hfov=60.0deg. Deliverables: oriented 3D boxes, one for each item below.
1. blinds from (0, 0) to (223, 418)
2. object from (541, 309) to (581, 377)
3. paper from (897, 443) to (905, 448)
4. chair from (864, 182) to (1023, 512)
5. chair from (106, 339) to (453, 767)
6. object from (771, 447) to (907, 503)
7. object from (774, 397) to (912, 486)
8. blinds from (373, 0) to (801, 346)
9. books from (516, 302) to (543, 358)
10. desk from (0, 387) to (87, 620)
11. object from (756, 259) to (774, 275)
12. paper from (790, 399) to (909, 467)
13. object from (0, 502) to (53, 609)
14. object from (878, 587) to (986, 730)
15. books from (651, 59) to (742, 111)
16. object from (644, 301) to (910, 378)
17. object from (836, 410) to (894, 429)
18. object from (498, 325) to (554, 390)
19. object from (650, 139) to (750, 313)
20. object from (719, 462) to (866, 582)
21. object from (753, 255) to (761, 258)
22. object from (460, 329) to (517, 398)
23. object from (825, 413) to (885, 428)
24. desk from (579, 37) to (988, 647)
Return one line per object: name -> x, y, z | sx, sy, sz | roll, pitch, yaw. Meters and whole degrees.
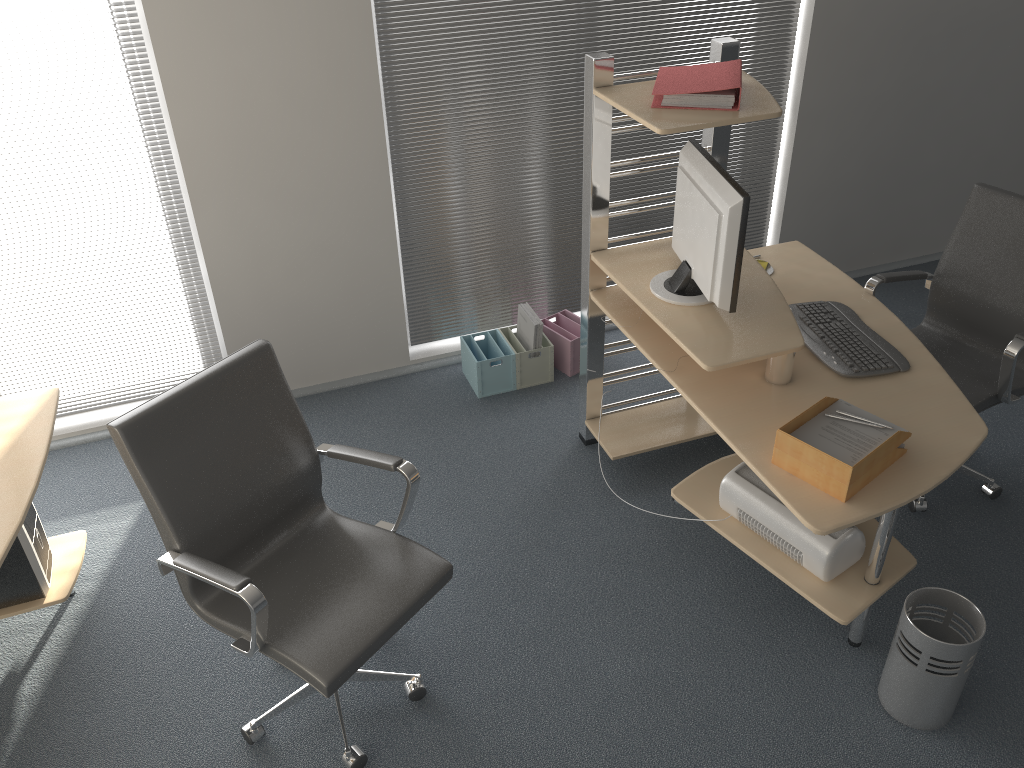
blinds -> -2.242, -0.950, 2.996 | 1.950, 2.749, 0.037 | -13, 35, -16
object -> 0.267, -0.193, 4.224 | 0.185, 0.202, 0.245 | -25, 40, -30
paper -> 0.902, 0.188, 2.434 | 0.297, 0.019, 0.210 | -27, 41, -32
chair -> 1.602, -0.095, 3.231 | 0.652, 1.048, 0.584 | -21, 38, -27
chair -> -0.562, 0.514, 2.431 | 0.652, 1.048, 0.584 | 21, 40, 30
object -> 0.901, 0.178, 2.427 | 0.309, 0.060, 0.225 | -27, 41, -32
object -> 0.899, 0.132, 2.396 | 0.309, 0.060, 0.225 | -27, 41, -32
blinds -> 0.389, -1.545, 3.753 | 1.950, 2.770, 0.022 | -13, 35, -16
books -> 0.077, -0.193, 4.107 | 0.068, 0.306, 0.220 | -13, 35, -15
desk -> -1.667, 0.443, 2.127 | 0.967, 1.566, 1.469 | -13, 35, -16
object -> 0.935, -0.449, 3.395 | 0.132, 0.026, 0.132 | -13, 35, -15
paper -> 0.900, 0.145, 2.406 | 0.297, 0.010, 0.210 | -27, 41, -32
object -> -1.762, 0.516, 2.802 | 0.471, 0.422, 0.199 | -13, 35, -16
object -> 1.195, 0.792, 2.543 | 0.208, 0.377, 0.208 | 12, 36, 20
books -> 0.582, -0.942, 2.772 | 0.262, 0.072, 0.320 | 6, 34, 11
object -> 0.832, -0.100, 2.923 | 0.814, 0.082, 0.478 | -8, 34, -9
object -> 0.978, 0.100, 2.455 | 0.159, 0.009, 0.008 | 19, 39, 28
object -> 0.065, -0.131, 4.142 | 0.185, 0.202, 0.245 | -13, 35, -16
object -> 0.577, -0.498, 2.850 | 0.245, 0.418, 0.516 | 0, 34, 3
object -> 0.940, 0.386, 2.832 | 0.351, 0.162, 0.438 | -23, 39, -28
object -> 0.904, -0.485, 3.464 | 0.158, 0.011, 0.011 | -15, 36, -18
object -> -0.109, -0.092, 4.093 | 0.185, 0.202, 0.245 | -13, 35, -16
object -> 0.948, 0.103, 2.452 | 0.159, 0.009, 0.008 | 13, 37, 22
desk -> 0.958, -0.149, 2.880 | 0.967, 1.566, 1.469 | -13, 35, -16
